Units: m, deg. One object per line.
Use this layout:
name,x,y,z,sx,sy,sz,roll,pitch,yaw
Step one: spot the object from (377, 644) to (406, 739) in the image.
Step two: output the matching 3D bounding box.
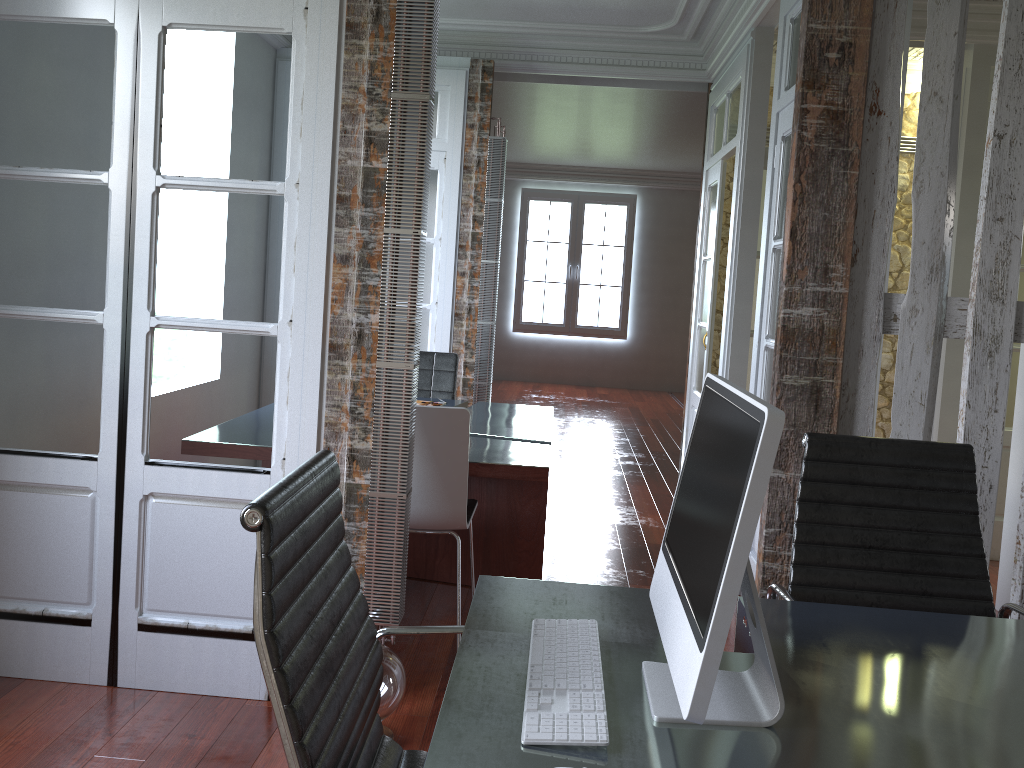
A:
object,-0.421,0.928,2.555,0.220,0.382,0.236,2,4,-19

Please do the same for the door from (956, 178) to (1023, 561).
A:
door,2.980,-0.046,4.828,1.077,2.079,0.041,4,3,3

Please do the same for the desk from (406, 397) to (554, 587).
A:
desk,-0.548,0.500,4.308,1.445,0.651,1.720,4,6,3

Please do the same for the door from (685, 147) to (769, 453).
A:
door,1.249,-0.260,5.303,0.481,2.175,1.193,2,4,-23

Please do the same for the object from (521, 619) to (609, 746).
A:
object,0.084,0.458,1.405,0.118,0.017,0.441,4,6,3

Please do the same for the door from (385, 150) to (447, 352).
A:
door,-1.013,-0.468,5.857,1.160,2.174,0.041,4,3,3

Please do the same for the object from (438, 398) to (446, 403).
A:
object,-0.395,0.095,5.019,0.011,0.011,0.150,2,7,-21

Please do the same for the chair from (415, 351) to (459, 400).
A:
chair,-0.574,0.289,5.028,0.475,0.916,0.604,4,4,3

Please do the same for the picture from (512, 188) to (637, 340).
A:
picture,0.854,-1.647,12.143,1.580,1.982,0.127,4,3,3

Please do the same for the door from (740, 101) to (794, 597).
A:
door,1.098,-0.062,3.462,0.041,2.172,1.061,4,4,3

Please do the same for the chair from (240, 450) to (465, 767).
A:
chair,-0.104,0.668,1.482,0.699,1.019,0.667,4,4,7

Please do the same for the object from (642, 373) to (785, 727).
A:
object,0.319,0.245,1.354,0.189,0.483,0.485,4,5,3

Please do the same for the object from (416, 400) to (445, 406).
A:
object,-0.537,0.108,4.863,0.307,0.012,0.224,5,7,8

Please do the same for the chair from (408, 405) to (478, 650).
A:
chair,-0.369,0.493,3.345,0.475,0.916,0.604,4,4,3

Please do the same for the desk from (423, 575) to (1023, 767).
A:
desk,1.118,0.925,1.178,2.507,0.725,1.306,4,6,3

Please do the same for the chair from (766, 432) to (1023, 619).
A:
chair,0.884,0.674,1.993,0.665,1.019,0.702,4,4,-3

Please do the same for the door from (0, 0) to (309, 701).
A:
door,-1.194,-0.128,2.756,1.160,2.174,0.041,4,3,3
